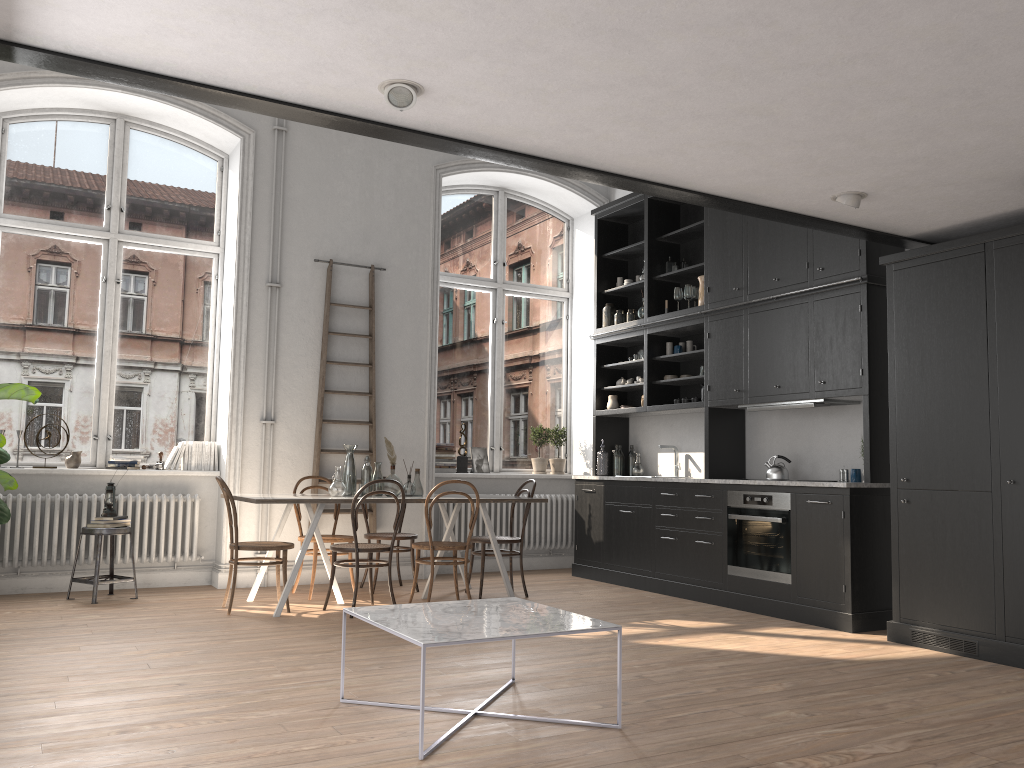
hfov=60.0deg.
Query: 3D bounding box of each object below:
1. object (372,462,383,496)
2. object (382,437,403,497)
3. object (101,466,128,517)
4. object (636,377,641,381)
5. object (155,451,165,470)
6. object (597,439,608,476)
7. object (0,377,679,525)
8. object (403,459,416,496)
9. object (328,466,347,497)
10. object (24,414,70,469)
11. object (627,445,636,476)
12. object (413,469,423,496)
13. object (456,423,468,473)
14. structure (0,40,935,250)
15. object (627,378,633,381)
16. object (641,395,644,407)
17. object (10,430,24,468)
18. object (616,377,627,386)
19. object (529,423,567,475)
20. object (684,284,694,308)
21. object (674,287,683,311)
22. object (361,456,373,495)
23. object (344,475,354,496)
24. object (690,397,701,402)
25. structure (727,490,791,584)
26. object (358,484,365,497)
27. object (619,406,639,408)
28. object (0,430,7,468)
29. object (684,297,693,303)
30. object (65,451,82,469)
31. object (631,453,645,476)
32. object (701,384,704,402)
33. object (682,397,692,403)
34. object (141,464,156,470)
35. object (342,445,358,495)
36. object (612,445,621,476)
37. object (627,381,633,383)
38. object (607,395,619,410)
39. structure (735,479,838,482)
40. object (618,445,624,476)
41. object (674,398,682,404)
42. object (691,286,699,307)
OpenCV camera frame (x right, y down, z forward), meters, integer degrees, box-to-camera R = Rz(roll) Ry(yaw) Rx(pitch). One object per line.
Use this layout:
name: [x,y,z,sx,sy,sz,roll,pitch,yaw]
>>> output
object: [-1.030,0.728,6.796,0.100,0.255,0.098,-3,-6,37]
object: [-0.899,0.624,6.693,0.157,0.445,0.157,2,-5,-11]
object: [-2.983,0.799,6.648,0.154,0.383,0.163,-2,-6,34]
object: [1.190,-0.040,8.329,0.039,0.055,0.049,2,-5,-9]
object: [-2.876,0.628,7.260,0.088,0.153,0.048,-2,-6,31]
object: [0.870,0.704,8.511,0.109,0.349,0.109,-4,-7,42]
object: [-1.321,0.727,6.991,5.828,1.841,0.792,3,-6,-24]
object: [-0.792,0.721,6.836,0.107,0.283,0.107,4,-6,-34]
object: [-1.264,0.707,6.434,0.132,0.219,0.132,5,-7,-40]
object: [-3.619,0.444,6.899,0.347,0.424,0.087,1,-5,3]
object: [1.157,0.741,8.565,0.086,0.301,0.086,0,-5,16]
object: [-0.742,0.768,6.948,0.101,0.211,0.101,0,-5,10]
object: [-0.484,0.627,8.681,0.122,0.488,0.102,1,-5,-5]
structure: [1.324,-1.783,2.675,5.928,1.212,4.160,4,-6,-29]
object: [1.124,-0.032,8.462,0.055,0.047,0.058,2,-5,-14]
object: [1.215,0.156,8.108,0.069,0.123,0.173,1,-5,3]
object: [-3.775,0.499,6.783,0.095,0.288,0.095,2,-5,-7]
object: [1.071,-0.013,8.612,0.125,0.100,0.140,-4,-7,42]
object: [0.372,0.671,9.166,0.500,0.523,0.234,5,-7,-40]
object: [1.516,-0.739,7.610,0.083,0.221,0.083,-1,-5,17]
object: [1.450,-0.730,7.723,0.083,0.221,0.083,1,-5,2]
object: [-1.093,0.692,6.679,0.086,0.301,0.086,6,-7,-43]
object: [-1.215,0.755,6.604,0.083,0.158,0.083,4,-6,-33]
object: [1.564,0.137,7.512,0.104,0.059,0.088,3,-6,-21]
structure: [2.008,1.106,6.518,0.618,0.622,0.622,4,-6,-29]
object: [-1.116,0.783,6.549,0.058,0.094,0.058,1,-5,-1]
object: [1.115,0.232,8.454,0.180,0.037,0.180,6,-8,-44]
object: [-3.905,0.496,6.775,0.095,0.288,0.095,1,-5,2]
object: [1.548,-0.724,7.759,0.083,0.221,0.083,5,-6,-37]
object: [-3.451,0.596,6.977,0.102,0.142,0.100,-3,-6,35]
object: [1.201,0.769,8.441,0.132,0.219,0.120,4,-6,-29]
object: [1.648,0.063,7.418,0.124,0.191,0.129,1,-5,-2]
object: [1.496,0.143,7.589,0.104,0.059,0.088,-3,-7,39]
object: [-2.979,0.678,7.262,0.088,0.048,0.153,0,-6,10]
object: [-1.233,0.654,6.732,0.116,0.382,0.116,3,-5,-18]
object: [1.005,0.734,8.510,0.086,0.301,0.086,6,-7,-43]
object: [1.123,-0.012,8.460,0.056,0.033,0.058,-3,-7,35]
object: [0.978,0.185,8.561,0.115,0.144,0.127,-3,-7,39]
structure: [2.021,0.713,6.557,0.427,0.011,0.592,4,-6,-29]
object: [1.050,0.745,8.626,0.086,0.301,0.086,2,-5,-15]
object: [1.448,0.152,7.690,0.088,0.059,0.104,6,-7,-41]
object: [1.588,-0.731,7.687,0.083,0.221,0.083,4,-6,-30]
